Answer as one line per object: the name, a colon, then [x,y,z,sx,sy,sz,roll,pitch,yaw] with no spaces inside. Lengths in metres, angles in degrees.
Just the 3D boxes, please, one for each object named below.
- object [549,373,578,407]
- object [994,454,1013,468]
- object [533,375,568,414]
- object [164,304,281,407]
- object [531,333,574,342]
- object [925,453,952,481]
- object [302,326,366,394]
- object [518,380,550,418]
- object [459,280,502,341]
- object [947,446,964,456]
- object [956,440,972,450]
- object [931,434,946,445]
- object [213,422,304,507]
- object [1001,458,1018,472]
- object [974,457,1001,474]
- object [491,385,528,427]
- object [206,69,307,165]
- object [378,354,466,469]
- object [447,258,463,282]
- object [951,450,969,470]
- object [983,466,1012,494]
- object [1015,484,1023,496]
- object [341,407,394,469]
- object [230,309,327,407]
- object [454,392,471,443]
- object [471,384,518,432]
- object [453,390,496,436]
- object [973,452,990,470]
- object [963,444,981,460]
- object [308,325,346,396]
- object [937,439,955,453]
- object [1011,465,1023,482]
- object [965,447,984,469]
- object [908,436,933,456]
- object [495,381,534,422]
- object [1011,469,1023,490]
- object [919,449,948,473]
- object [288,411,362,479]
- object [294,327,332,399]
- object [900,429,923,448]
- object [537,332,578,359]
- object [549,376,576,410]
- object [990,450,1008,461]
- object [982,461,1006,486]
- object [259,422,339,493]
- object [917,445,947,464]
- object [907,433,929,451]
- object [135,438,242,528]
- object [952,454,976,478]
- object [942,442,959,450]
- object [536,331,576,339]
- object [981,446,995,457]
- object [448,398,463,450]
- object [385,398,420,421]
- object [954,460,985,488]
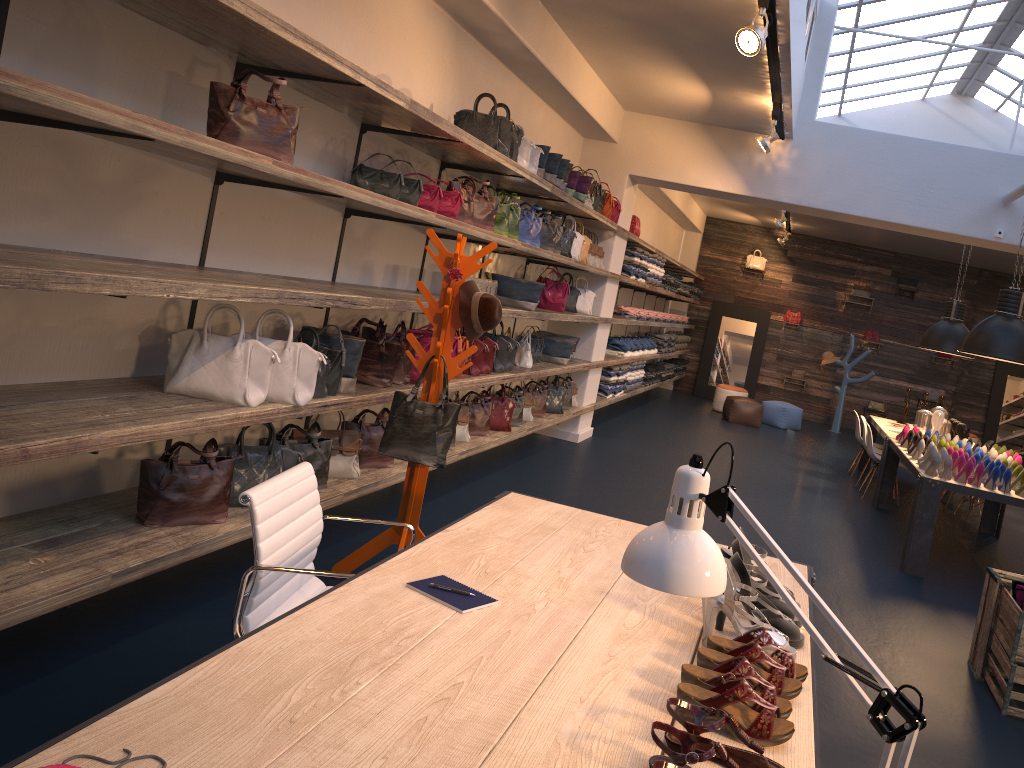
object: [0.527,0.036,8.959,0.412,0.366,0.166,8,4,-36]
object: [4.293,0.707,7.615,0.195,0.194,0.251,13,5,14]
object: [0.361,0.078,8.225,0.459,0.385,0.178,7,5,-42]
object: [-1.145,-0.128,3.464,0.437,0.385,0.188,11,3,-11]
object: [0.366,-0.335,8.251,0.434,0.231,0.171,10,4,-16]
object: [3.268,0.618,6.616,0.193,0.194,0.254,13,5,20]
object: [-0.880,-0.111,4.229,0.315,0.284,0.196,14,4,32]
object: [0.203,0.127,7.794,0.405,0.338,0.201,8,5,-39]
object: [-0.142,-0.339,4.159,0.175,0.289,0.284,13,4,22]
object: [3.762,0.623,7.398,0.192,0.194,0.255,13,5,22]
object: [4.249,0.623,8.212,0.195,0.194,0.251,13,5,14]
object: [4.032,0.573,8.251,0.194,0.194,0.253,13,5,17]
object: [-1.117,0.330,3.767,0.458,0.385,0.179,8,4,-39]
object: [4.164,0.716,7.322,0.195,0.194,0.251,13,5,14]
object: [3.905,0.688,7.114,0.196,0.194,0.250,12,5,12]
object: [-0.023,0.174,7.052,0.404,0.338,0.201,8,4,-36]
object: [-0.975,-1.037,3.354,0.405,0.338,0.201,8,5,-39]
object: [-0.412,0.117,4.031,0.360,0.523,0.210,13,2,19]
object: [-0.260,-0.529,4.026,0.079,0.112,0.065,11,3,-6]
object: [3.667,0.636,7.139,0.193,0.194,0.253,13,5,19]
object: [3.694,0.712,6.577,0.192,0.194,0.255,13,5,22]
object: [3.907,0.764,6.517,0.199,0.194,0.247,12,5,8]
object: [-0.775,0.296,4.825,0.405,0.338,0.201,8,5,-39]
object: [-1.006,-0.126,3.682,0.437,0.385,0.188,11,3,-11]
object: [-0.451,0.204,5.991,0.412,0.366,0.166,8,4,-36]
object: [-0.138,0.161,6.733,0.458,0.385,0.179,8,4,-40]
object: [-0.271,0.209,6.357,0.405,0.338,0.201,8,5,-39]
object: [3.964,0.668,7.378,0.195,0.194,0.251,13,5,14]
object: [4.187,0.645,7.932,0.195,0.194,0.251,13,5,14]
object: [-0.888,-0.118,4.079,0.226,0.328,0.114,13,2,18]
object: [3.959,0.594,7.956,0.195,0.194,0.251,13,5,14]
object: [4.113,0.742,7.035,0.197,0.194,0.248,12,5,10]
object: [4.074,0.653,7.680,0.201,0.194,0.251,13,5,14]
object: [3.654,0.558,7.741,0.198,0.194,0.248,12,5,10]
object: [0.024,0.122,7.433,0.412,0.366,0.166,8,4,-36]
object: [4.012,0.752,6.783,0.195,0.194,0.251,13,5,14]
object: [3.361,0.602,6.898,0.200,0.194,0.246,12,5,6]
object: [-0.954,0.291,4.464,0.412,0.366,0.166,8,4,-36]
object: [-0.969,-0.112,3.959,0.324,0.308,0.162,13,3,21]
object: [3.821,0.526,8.271,0.195,0.194,0.251,13,5,14]
object: [0.431,-0.367,8.632,0.427,0.235,0.174,11,3,-9]
object: [0.492,0.086,8.614,0.404,0.338,0.201,8,4,-36]
object: [4.400,0.694,7.889,0.195,0.194,0.251,13,5,14]
object: [3.804,0.699,6.860,0.195,0.194,0.251,13,5,14]
object: [-1.001,0.343,4.083,0.404,0.338,0.201,8,4,-36]
object: [3.477,0.593,7.169,0.202,0.194,0.243,12,5,1]
object: [3.762,0.547,8.008,0.192,0.194,0.255,13,5,22]
object: [-1.249,0.377,3.388,0.405,0.338,0.201,8,5,-39]
object: [3.573,0.650,6.873,0.195,0.194,0.251,13,5,14]
object: [3.856,0.608,7.672,0.195,0.194,0.251,13,5,14]
object: [0.430,-0.390,8.814,0.432,0.235,0.172,10,4,-13]
object: [4.437,0.669,8.155,0.197,0.194,0.249,12,5,10]
object: [-0.486,0.254,5.646,0.404,0.338,0.201,8,4,-36]
object: [-0.623,0.245,5.260,0.458,0.385,0.179,8,4,-40]
object: [3.483,0.666,6.590,0.197,0.194,0.249,12,5,12]
